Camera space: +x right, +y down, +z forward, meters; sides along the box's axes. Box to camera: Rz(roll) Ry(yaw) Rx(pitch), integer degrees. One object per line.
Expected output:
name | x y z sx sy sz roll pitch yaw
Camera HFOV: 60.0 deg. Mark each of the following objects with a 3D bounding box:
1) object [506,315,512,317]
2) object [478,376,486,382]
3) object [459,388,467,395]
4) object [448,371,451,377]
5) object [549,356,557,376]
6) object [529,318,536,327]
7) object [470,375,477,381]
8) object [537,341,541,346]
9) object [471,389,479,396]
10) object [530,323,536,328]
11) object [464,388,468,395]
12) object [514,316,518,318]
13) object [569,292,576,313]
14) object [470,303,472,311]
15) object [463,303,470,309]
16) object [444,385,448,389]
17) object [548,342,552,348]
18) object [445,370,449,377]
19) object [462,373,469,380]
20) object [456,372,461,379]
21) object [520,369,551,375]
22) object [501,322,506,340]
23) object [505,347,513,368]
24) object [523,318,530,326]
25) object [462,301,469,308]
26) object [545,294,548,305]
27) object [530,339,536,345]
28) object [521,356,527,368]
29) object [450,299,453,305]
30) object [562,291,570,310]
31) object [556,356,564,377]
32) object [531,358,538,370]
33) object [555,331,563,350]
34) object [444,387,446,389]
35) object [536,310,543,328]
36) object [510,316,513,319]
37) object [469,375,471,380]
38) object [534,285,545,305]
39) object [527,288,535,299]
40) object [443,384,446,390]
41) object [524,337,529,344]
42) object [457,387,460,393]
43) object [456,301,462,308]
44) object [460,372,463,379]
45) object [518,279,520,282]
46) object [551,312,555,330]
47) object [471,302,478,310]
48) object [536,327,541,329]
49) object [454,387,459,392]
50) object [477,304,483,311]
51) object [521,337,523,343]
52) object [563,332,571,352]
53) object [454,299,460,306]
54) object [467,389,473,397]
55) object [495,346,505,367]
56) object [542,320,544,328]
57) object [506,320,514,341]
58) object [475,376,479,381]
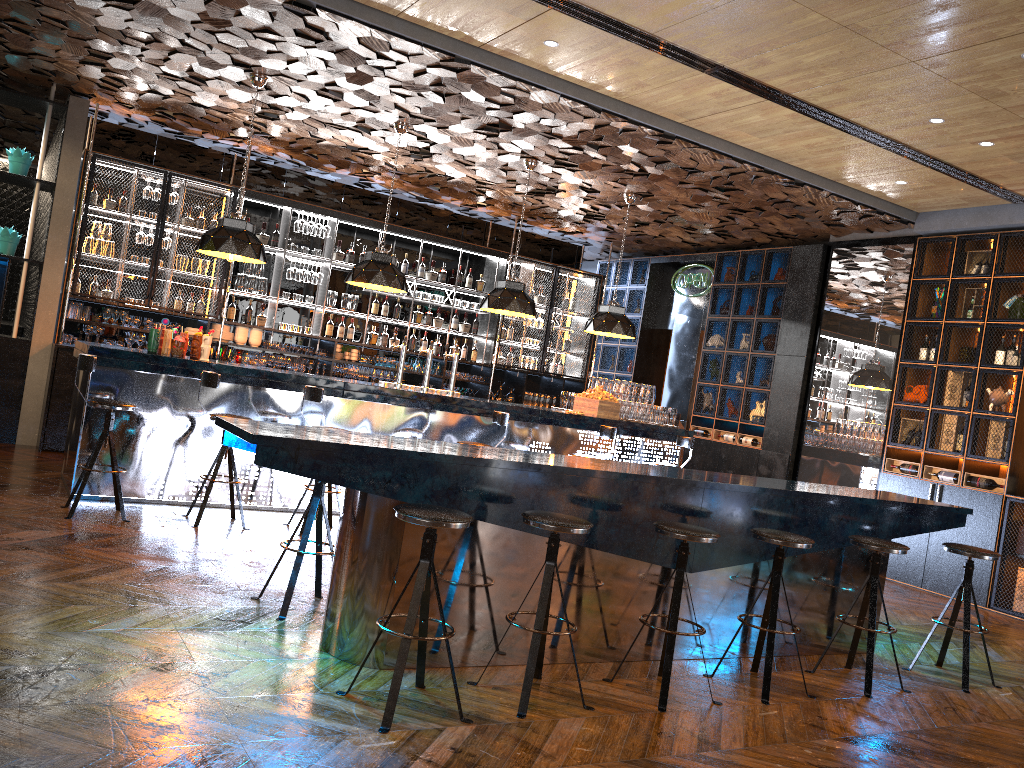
object | -0.042 -0.957 12.037 0.089 0.092 0.089 9 0 -5
object | -0.401 -0.063 11.722 0.088 0.070 0.098 9 0 -21
object | -0.652 0.132 11.643 0.106 0.148 0.106 9 0 -21
object | -0.790 -0.129 11.504 0.084 0.082 0.084 9 0 -30
object | 0.586 -0.256 12.528 0.083 0.282 0.083 9 0 44
object | 0.292 -0.916 12.190 0.092 0.244 0.092 9 0 -36
object | -0.512 -0.080 11.713 0.088 0.070 0.098 9 0 5
object | 0.393 -0.560 12.495 0.089 0.092 0.089 9 0 44
object | -0.500 0.154 11.708 0.107 0.152 0.107 9 0 -5
object | 0.302 -0.914 12.388 0.092 0.244 0.092 9 0 -36
object | -0.629 0.134 11.918 0.107 0.152 0.107 9 0 -25
object | 0.057 -0.942 12.082 0.089 0.092 0.089 9 0 20
object | 0.872 -1.166 12.645 0.086 0.298 0.086 9 0 23
object | -0.522 -1.032 11.925 0.089 0.092 0.089 9 0 9
object | -0.609 -1.046 11.859 0.089 0.092 0.089 9 0 -45
object | -0.869 0.098 11.784 0.106 0.148 0.106 9 0 -12
object | 0.506 -0.543 12.405 0.089 0.092 0.089 9 0 44
object | -0.861 -0.140 11.465 0.084 0.082 0.084 9 0 -38
object | -0.605 -0.101 11.614 0.084 0.082 0.084 9 0 42
object | -0.707 -0.116 11.553 0.084 0.082 0.084 9 0 -13
object | 0.302 -0.167 12.306 0.437 0.019 0.273 9 0 -31
object | -0.149 -0.721 12.054 0.151 0.248 0.094 9 0 -22
object | -0.030 -0.362 12.161 0.086 0.299 0.086 9 0 18
object | 0.208 -0.929 12.332 0.092 0.244 0.092 9 0 -36
object | -0.620 -1.048 11.714 0.089 0.092 0.089 9 0 -31
object | 0.526 -1.213 12.407 0.083 0.282 0.083 9 0 44
object | 0.291 -0.576 12.295 0.089 0.092 0.089 9 0 -30
object | 0.172 -0.284 12.312 0.105 0.209 0.105 9 0 44
object | -0.777 -1.072 11.747 0.089 0.092 0.089 9 0 14
object | 0.765 -1.174 12.551 0.083 0.282 0.083 9 0 -16
object | 0.687 -0.248 12.603 0.086 0.298 0.086 9 0 18
object | 0.307 -0.263 12.332 0.105 0.209 0.105 9 0 44
object | 0.676 -0.619 12.552 0.086 0.299 0.086 9 0 18
object | -0.898 0.081 11.623 0.089 0.174 0.089 9 0 20
object | 0.385 -0.901 12.246 0.092 0.244 0.092 9 0 -36
object | -0.006 -0.951 12.235 0.089 0.092 0.089 9 0 -5
object | -0.560 -0.087 11.797 0.088 0.070 0.098 9 0 -8
object | 0.391 -1.231 12.327 0.123 0.279 0.123 9 0 -27
object | 0.259 -1.254 12.247 0.083 0.282 0.083 9 0 -31
object | -0.892 0.082 11.445 0.089 0.174 0.089 9 0 20
object | 0.190 -0.592 12.168 0.089 0.092 0.089 9 0 44
object | -0.712 0.123 11.743 0.106 0.148 0.106 9 0 -2
object | -0.711 -1.062 11.827 0.089 0.092 0.089 9 0 -45
object | -0.670 -0.110 11.689 0.084 0.082 0.084 9 0 -24
object | 0.078 -1.290 12.141 0.086 0.297 0.086 9 0 18
object | 0.557 -0.874 12.349 0.092 0.244 0.092 9 0 -36
object | -0.502 -1.029 11.740 0.089 0.092 0.089 9 0 9
object | 0.386 -0.901 12.438 0.092 0.244 0.092 9 0 -36
object | -0.751 0.116 11.582 0.106 0.148 0.106 9 0 -12
object | -0.420 -1.016 11.796 0.089 0.092 0.089 9 0 -45
object | 0.172 -0.595 12.274 0.089 0.092 0.089 9 0 26
object | 0.792 -0.592 12.618 0.083 0.282 0.083 9 0 -21
object | -0.728 -1.065 11.615 0.089 0.092 0.089 9 0 -45
object | -0.560 0.145 11.808 0.107 0.152 0.107 9 0 -17
object | -0.168 -0.372 12.060 0.123 0.279 0.123 9 0 -42
object | 0.469 -0.888 12.297 0.092 0.244 0.092 9 0 -36
object | -0.022 -0.726 12.145 0.086 0.298 0.086 9 0 18
object | -0.452 -0.071 11.805 0.098 0.070 0.088 9 0 -4
